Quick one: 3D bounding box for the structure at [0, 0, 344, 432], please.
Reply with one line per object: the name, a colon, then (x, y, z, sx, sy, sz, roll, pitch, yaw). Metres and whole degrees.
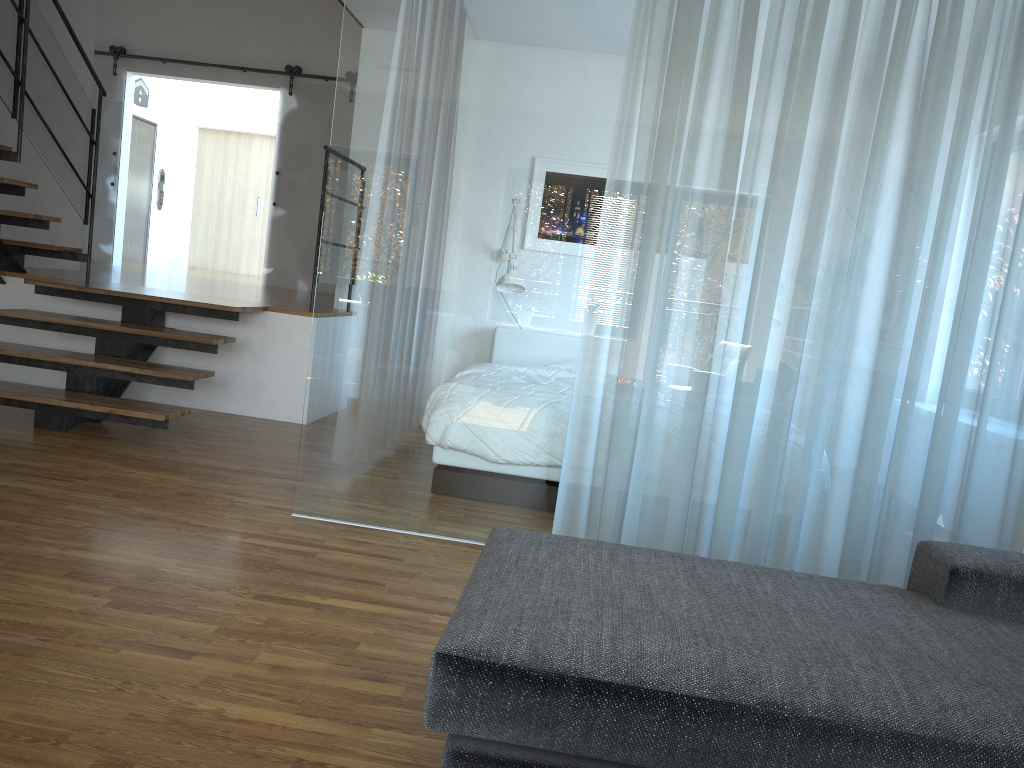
structure: (-2.633, -1.686, 4.579, 2.684, 4.138, 4.575, 8, 6, 4)

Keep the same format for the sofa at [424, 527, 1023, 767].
sofa: (0.879, 0.637, 1.047, 2.163, 0.849, 2.505, 8, 6, 5)
